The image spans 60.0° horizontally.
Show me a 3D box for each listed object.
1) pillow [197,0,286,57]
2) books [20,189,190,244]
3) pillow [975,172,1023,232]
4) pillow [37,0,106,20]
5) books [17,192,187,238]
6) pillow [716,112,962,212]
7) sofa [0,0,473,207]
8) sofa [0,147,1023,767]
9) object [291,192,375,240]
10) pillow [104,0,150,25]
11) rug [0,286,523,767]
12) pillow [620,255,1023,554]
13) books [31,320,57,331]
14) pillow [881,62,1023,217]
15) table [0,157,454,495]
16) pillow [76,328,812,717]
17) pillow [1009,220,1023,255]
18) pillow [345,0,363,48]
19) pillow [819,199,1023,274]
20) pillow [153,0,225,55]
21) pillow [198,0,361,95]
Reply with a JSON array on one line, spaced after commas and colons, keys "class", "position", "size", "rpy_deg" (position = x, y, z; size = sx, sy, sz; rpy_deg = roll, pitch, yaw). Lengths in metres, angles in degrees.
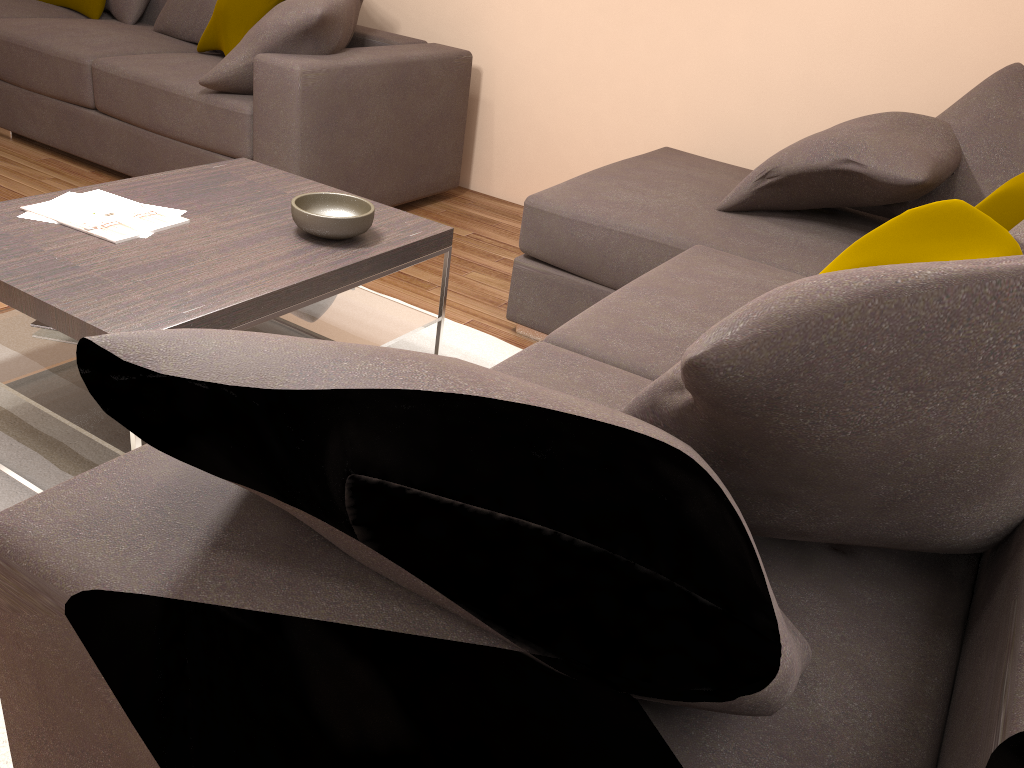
[{"class": "pillow", "position": [-1.257, -1.800, 4.298], "size": [0.382, 0.492, 0.658], "rpy_deg": [-11, 34, -33]}, {"class": "books", "position": [-1.051, -0.437, 2.298], "size": [0.332, 0.010, 0.241], "rpy_deg": [20, 30, 20]}, {"class": "pillow", "position": [1.423, -0.410, 2.548], "size": [0.335, 0.486, 0.631], "rpy_deg": [24, 31, 27]}, {"class": "pillow", "position": [-2.519, -2.382, 5.149], "size": [0.631, 0.486, 0.335], "rpy_deg": [18, 29, 18]}, {"class": "books", "position": [-1.061, -0.440, 2.315], "size": [0.332, 0.008, 0.241], "rpy_deg": [10, 28, 2]}, {"class": "pillow", "position": [1.160, -0.731, 3.048], "size": [0.645, 0.415, 0.792], "rpy_deg": [26, 32, 29]}, {"class": "sofa", "position": [-2.226, -1.619, 4.599], "size": [3.565, 0.776, 1.906], "rpy_deg": [22, 31, 24]}, {"class": "sofa", "position": [0.546, -0.020, 2.378], "size": [1.906, 0.776, 3.565], "rpy_deg": [22, 31, 24]}, {"class": "object", "position": [-0.483, -0.445, 2.392], "size": [0.219, 0.081, 0.219], "rpy_deg": [25, 32, 29]}, {"class": "pillow", "position": [-2.210, -2.435, 5.210], "size": [0.431, 0.576, 0.787], "rpy_deg": [-18, 38, -40]}, {"class": "rug", "position": [-0.900, 0.073, 2.587], "size": [1.791, 0.024, 2.122], "rpy_deg": [22, 31, 24]}, {"class": "pillow", "position": [0.517, 0.011, 1.192], "size": [0.811, 0.635, 0.399], "rpy_deg": [2, 29, -13]}, {"class": "books", "position": [-1.073, -0.179, 2.402], "size": [0.332, 0.008, 0.241], "rpy_deg": [10, 28, 2]}, {"class": "pillow", "position": [1.599, -0.762, 2.992], "size": [0.483, 0.578, 0.806], "rpy_deg": [0, 29, -15]}, {"class": "table", "position": [-0.856, -0.173, 2.462], "size": [0.856, 0.558, 1.110], "rpy_deg": [22, 31, 24]}, {"class": "pillow", "position": [-0.023, 0.179, 1.029], "size": [0.749, 0.470, 0.560], "rpy_deg": [20, 30, 21]}, {"class": "pillow", "position": [0.977, -0.071, 1.660], "size": [0.459, 0.590, 0.783], "rpy_deg": [19, 30, 20]}, {"class": "pillow", "position": [-0.972, -1.766, 4.451], "size": [0.399, 0.635, 0.811], "rpy_deg": [-1, 29, -18]}, {"class": "pillow", "position": [0.656, -0.075, 1.638], "size": [0.382, 0.492, 0.658], "rpy_deg": [17, 29, 15]}, {"class": "pillow", "position": [-1.539, -2.093, 4.732], "size": [0.783, 0.590, 0.459], "rpy_deg": [25, 32, 28]}, {"class": "pillow", "position": [-0.990, -1.526, 3.901], "size": [0.560, 0.470, 0.749], "rpy_deg": [8, 28, -1]}]
